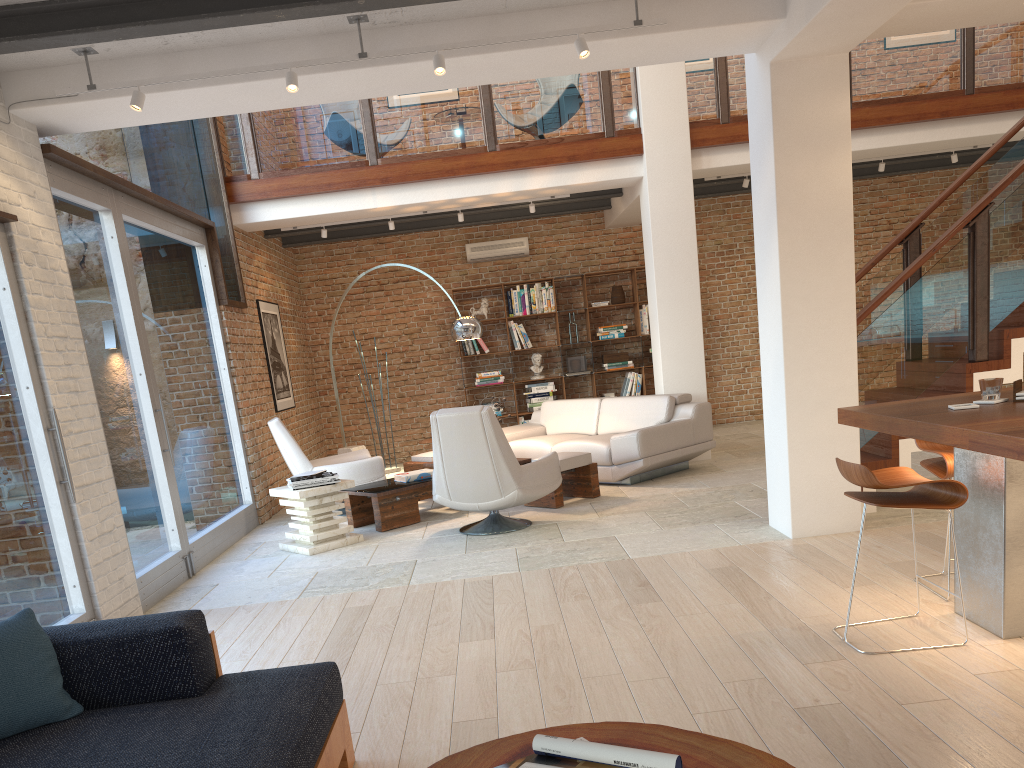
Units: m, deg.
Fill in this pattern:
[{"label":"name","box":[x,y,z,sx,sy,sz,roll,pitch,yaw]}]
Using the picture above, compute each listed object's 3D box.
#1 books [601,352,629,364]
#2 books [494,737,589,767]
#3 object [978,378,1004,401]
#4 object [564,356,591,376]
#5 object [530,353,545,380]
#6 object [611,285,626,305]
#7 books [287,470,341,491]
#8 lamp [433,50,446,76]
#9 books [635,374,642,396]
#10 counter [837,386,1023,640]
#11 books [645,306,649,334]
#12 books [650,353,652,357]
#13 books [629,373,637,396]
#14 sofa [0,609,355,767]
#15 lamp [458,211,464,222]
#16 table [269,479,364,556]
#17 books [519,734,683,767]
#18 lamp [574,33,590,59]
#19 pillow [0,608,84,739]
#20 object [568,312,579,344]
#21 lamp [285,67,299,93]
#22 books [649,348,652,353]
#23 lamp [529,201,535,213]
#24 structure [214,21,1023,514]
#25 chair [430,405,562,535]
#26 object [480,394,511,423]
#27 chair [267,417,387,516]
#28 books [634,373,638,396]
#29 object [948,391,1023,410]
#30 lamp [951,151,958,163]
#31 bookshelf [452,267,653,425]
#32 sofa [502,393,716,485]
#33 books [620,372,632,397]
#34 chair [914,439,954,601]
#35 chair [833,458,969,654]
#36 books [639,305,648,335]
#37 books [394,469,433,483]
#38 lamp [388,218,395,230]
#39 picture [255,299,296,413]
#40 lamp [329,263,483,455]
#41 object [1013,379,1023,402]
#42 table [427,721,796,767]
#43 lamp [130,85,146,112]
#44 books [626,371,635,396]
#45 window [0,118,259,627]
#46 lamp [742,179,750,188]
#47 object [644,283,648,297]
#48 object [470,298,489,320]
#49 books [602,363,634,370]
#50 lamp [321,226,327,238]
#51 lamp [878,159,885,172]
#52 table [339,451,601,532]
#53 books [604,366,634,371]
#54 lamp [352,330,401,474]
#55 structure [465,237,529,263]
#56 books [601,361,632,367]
[{"label":"books","box":[1.374,-0.346,11.609,0.335,0.122,0.208,-7,5,-1]},{"label":"books","box":[0.120,0.816,1.779,0.249,0.011,0.315,-8,3,-27]},{"label":"object","box":[1.961,0.022,3.570,0.091,0.087,0.088,-5,7,14]},{"label":"object","box":[0.858,-0.245,11.588,0.335,0.239,0.276,-7,7,-1]},{"label":"object","box":[0.329,-0.241,11.599,0.197,0.360,0.187,-4,10,14]},{"label":"object","box":[1.381,-1.159,11.383,0.189,0.239,0.192,-15,11,-43]},{"label":"books","box":[-1.599,0.756,6.967,0.386,0.081,0.559,-8,3,-17]},{"label":"lamp","box":[-0.366,-1.611,4.378,0.061,0.132,0.083,-6,9,1]},{"label":"books","box":[1.685,0.031,11.704,0.116,0.343,0.247,-7,9,-1]},{"label":"counter","box":[2.440,0.520,2.940,1.685,0.944,2.437,-7,4,-1]},{"label":"books","box":[1.765,-0.836,11.525,0.021,0.369,0.264,-7,9,-2]},{"label":"books","box":[2.023,-0.408,11.635,0.326,0.057,0.249,-7,3,-1]},{"label":"books","box":[1.619,0.028,11.706,0.098,0.364,0.264,-7,9,-1]},{"label":"sofa","box":[-0.977,1.134,1.151,2.078,0.677,3.857,-7,3,-1]},{"label":"lamp","box":[-0.548,-1.791,9.308,0.061,0.132,0.083,-6,9,1]},{"label":"table","box":[-1.563,1.051,6.974,0.484,0.518,0.492,-13,10,-40]},{"label":"books","box":[0.133,0.804,1.699,0.323,0.112,0.265,-5,4,32]},{"label":"lamp","box":[0.351,-1.697,4.384,0.058,0.132,0.085,-13,11,-31]},{"label":"pillow","box":[-1.648,0.910,2.608,0.552,0.337,0.375,-11,8,-40]},{"label":"object","box":[0.803,-0.737,11.462,0.121,0.410,0.060,-6,12,2]},{"label":"lamp","box":[-1.106,-1.528,4.374,0.061,0.124,0.083,-6,9,1]},{"label":"books","box":[1.999,-0.462,11.622,0.327,0.057,0.248,-6,3,9]},{"label":"lamp","box":[0.215,-1.889,9.320,0.061,0.119,0.092,-6,9,6]},{"label":"structure","box":[2.296,-1.202,4.862,10.151,4.249,13.529,-7,3,-1]},{"label":"chair","box":[-0.213,0.646,6.716,1.031,1.045,0.942,-5,8,16]},{"label":"object","box":[-0.241,0.397,8.059,0.533,0.624,0.312,-11,11,-29]},{"label":"chair","box":[-1.783,0.764,8.437,0.975,1.026,1.007,-9,8,-16]},{"label":"books","box":[1.640,0.028,11.716,0.098,0.364,0.264,-7,9,-1]},{"label":"object","box":[1.962,0.061,3.545,0.396,0.036,0.193,-7,3,3]},{"label":"lamp","box":[4.732,-2.424,9.326,0.085,0.132,0.059,-15,13,-40]},{"label":"bookshelf","box":[0.852,-0.294,11.594,3.033,2.265,0.353,-7,12,0]},{"label":"sofa","box":[0.796,0.555,8.974,1.119,0.776,2.322,-12,6,-41]},{"label":"books","box":[1.523,0.031,11.717,0.163,0.383,0.237,-7,9,-1]},{"label":"chair","box":[2.153,0.584,4.125,0.405,0.797,0.409,-7,10,-1]},{"label":"chair","box":[1.567,0.676,3.598,0.423,0.797,0.392,-7,10,-1]},{"label":"books","box":[1.736,-0.845,11.513,0.036,0.394,0.236,-7,10,-2]},{"label":"books","box":[-0.846,0.809,7.707,0.321,0.058,0.253,-8,3,-30]},{"label":"lamp","box":[-1.287,-1.706,9.304,0.061,0.124,0.083,-6,9,1]},{"label":"picture","box":[-2.613,-0.305,9.688,0.027,1.229,0.886,-7,9,-2]},{"label":"lamp","box":[-1.085,-0.031,8.975,2.033,2.417,0.309,-1,13,34]},{"label":"object","box":[2.089,0.023,3.500,0.114,0.084,0.092,-1,9,44]},{"label":"table","box":[0.251,1.093,1.302,1.078,0.458,1.784,-6,3,5]},{"label":"lamp","box":[-1.881,-1.430,4.378,0.085,0.132,0.059,-15,13,-40]},{"label":"books","box":[1.566,0.026,11.694,0.161,0.383,0.237,-7,9,-1]},{"label":"window","box":[-2.940,-1.676,4.098,0.647,6.561,12.039,-7,5,-2]},{"label":"lamp","box":[2.500,-2.156,9.320,0.058,0.132,0.085,-13,11,-31]},{"label":"object","box":[1.950,-1.223,11.428,0.438,0.225,0.425,-3,6,41]},{"label":"object","box":[-0.422,-0.975,11.375,0.252,0.291,0.126,-6,11,7]},{"label":"books","box":[1.411,-0.235,11.659,0.379,0.037,0.239,-7,3,-5]},{"label":"lamp","box":[-2.004,-1.616,9.299,0.058,0.132,0.085,-13,11,-31]},{"label":"lamp","box":[3.957,-2.331,9.329,0.061,0.132,0.083,-6,9,1]},{"label":"table","box":[-0.557,0.924,8.011,1.930,0.441,2.198,-9,4,-40]},{"label":"books","box":[1.428,-0.208,11.651,0.355,0.021,0.266,-7,2,-2]},{"label":"lamp","box":[-1.701,0.232,10.988,0.411,1.872,0.196,-13,14,-29]},{"label":"structure","box":[-0.190,-1.749,11.384,0.812,0.226,0.194,-7,8,0]},{"label":"books","box":[1.394,-0.269,11.617,0.379,0.037,0.238,-7,3,-2]}]
